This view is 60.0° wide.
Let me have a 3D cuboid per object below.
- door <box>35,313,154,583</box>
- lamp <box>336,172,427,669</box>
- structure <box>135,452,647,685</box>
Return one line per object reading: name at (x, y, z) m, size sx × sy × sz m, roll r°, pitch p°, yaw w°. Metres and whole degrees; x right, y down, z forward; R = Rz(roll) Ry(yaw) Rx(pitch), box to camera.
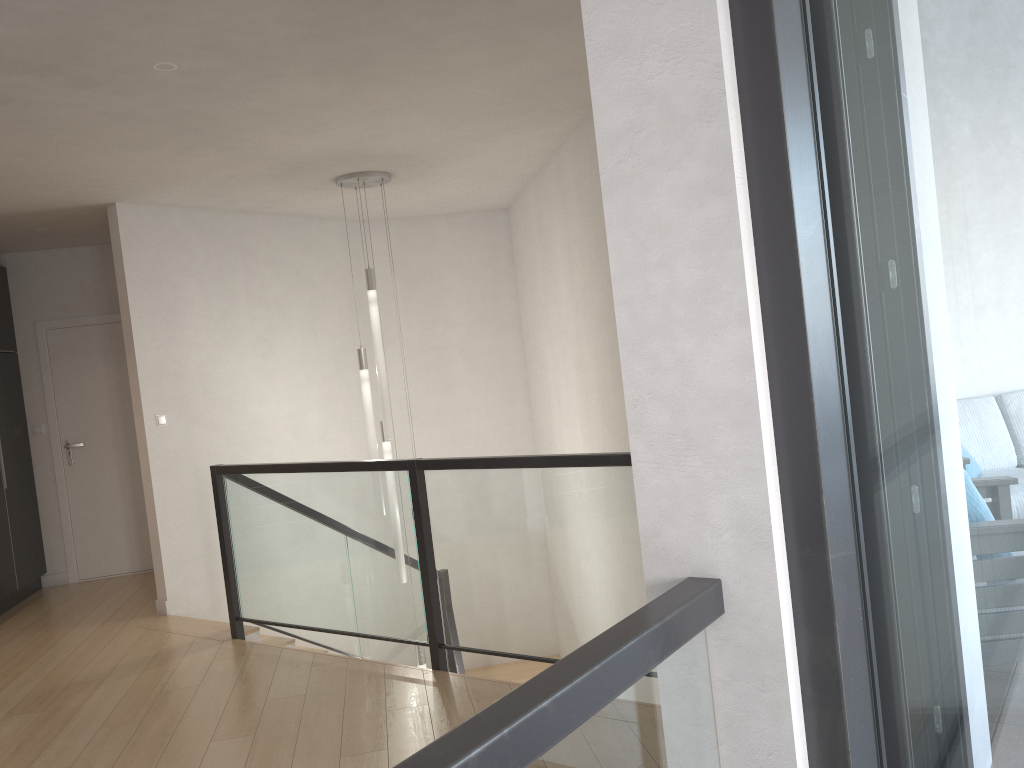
door at (-3.238, 0.503, 7.242) m, size 0.974 × 2.136 × 0.085 m, roll -7°, pitch 2°, yaw -9°
lamp at (-0.879, -0.500, 5.859) m, size 0.359 × 6.725 × 0.359 m, roll -6°, pitch 2°, yaw 28°
structure at (0.250, 2.409, 5.543) m, size 4.190 × 4.339 × 2.823 m, roll -5°, pitch 2°, yaw 36°
